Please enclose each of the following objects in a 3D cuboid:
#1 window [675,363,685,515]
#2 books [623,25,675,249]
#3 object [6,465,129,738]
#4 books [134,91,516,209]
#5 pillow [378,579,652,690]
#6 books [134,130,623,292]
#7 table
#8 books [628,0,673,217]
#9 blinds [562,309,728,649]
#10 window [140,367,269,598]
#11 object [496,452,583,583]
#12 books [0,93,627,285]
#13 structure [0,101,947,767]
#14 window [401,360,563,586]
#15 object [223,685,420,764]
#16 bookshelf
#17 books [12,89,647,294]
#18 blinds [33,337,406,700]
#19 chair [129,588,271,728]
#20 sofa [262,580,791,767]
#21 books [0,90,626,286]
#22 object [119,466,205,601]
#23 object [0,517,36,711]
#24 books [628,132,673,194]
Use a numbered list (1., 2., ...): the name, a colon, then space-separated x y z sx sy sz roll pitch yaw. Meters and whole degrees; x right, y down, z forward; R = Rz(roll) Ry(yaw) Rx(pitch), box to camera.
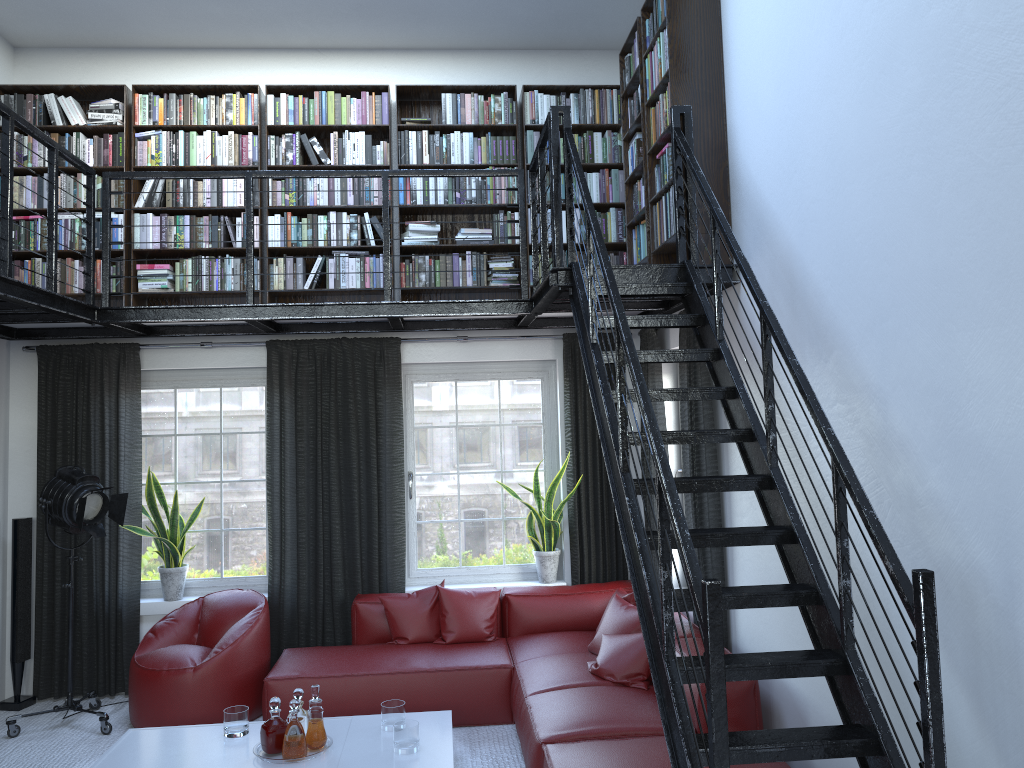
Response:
1. window: 1.212 0.558 5.541 0.133 1.609 1.164 -1 -4 -5
2. books: -1.143 -1.403 5.022 4.384 1.408 1.167 -2 -4 -5
3. object: -1.664 1.277 5.846 2.906 1.582 0.751 -1 -4 -21
4. books: -1.285 -1.640 6.280 2.637 0.830 0.213 -2 -4 -5
5. pillow: 0.198 1.449 5.530 1.954 0.402 0.982 -4 -3 38
6. books: -0.896 -1.214 6.281 3.392 1.125 0.240 -2 -4 -5
7. table: -1.101 1.858 4.064 1.665 0.244 1.163 -2 -2 -5
8. books: -1.116 -1.424 4.485 4.377 1.412 2.200 -2 -3 -5
9. blinds: 0.958 0.769 5.642 0.527 2.386 1.745 0 -4 -23
10. window: -2.231 0.692 6.306 1.167 1.609 0.132 -1 -5 -5
11. object: 0.198 0.942 6.202 0.553 0.942 0.524 -1 -4 -16
12. books: -1.272 -1.344 6.244 4.442 1.400 0.241 -2 -4 -4
13. structure: -1.046 0.294 3.995 4.489 3.362 4.604 -1 -3 -5
14. window: -0.232 0.638 6.472 1.167 1.609 0.132 -1 -5 -5
15. object: -0.945 1.595 4.290 1.009 0.295 0.511 -2 -3 -1
16. bookshelf: -1.153 -1.338 4.884 4.476 1.620 3.081 -2 -3 -5
17. books: -1.249 -1.379 5.764 4.436 1.433 1.282 -2 -4 -3
18. blinds: -1.998 0.879 6.096 2.508 2.392 0.125 -1 -5 -5
19. chair: -1.943 1.712 5.546 0.829 0.713 0.829 1 -4 -43
20. sofa: -0.140 1.657 4.558 2.542 0.657 3.272 -2 -2 -5
21. books: -1.271 -1.355 6.250 4.436 1.416 0.226 -2 -4 -5
22. object: -2.460 1.015 6.006 0.553 0.942 0.524 -2 -4 6
23. object: -3.256 1.504 5.845 0.157 1.224 0.157 -3 -5 11
24. books: -1.147 -1.279 4.775 4.336 1.143 1.594 -2 -3 -5
